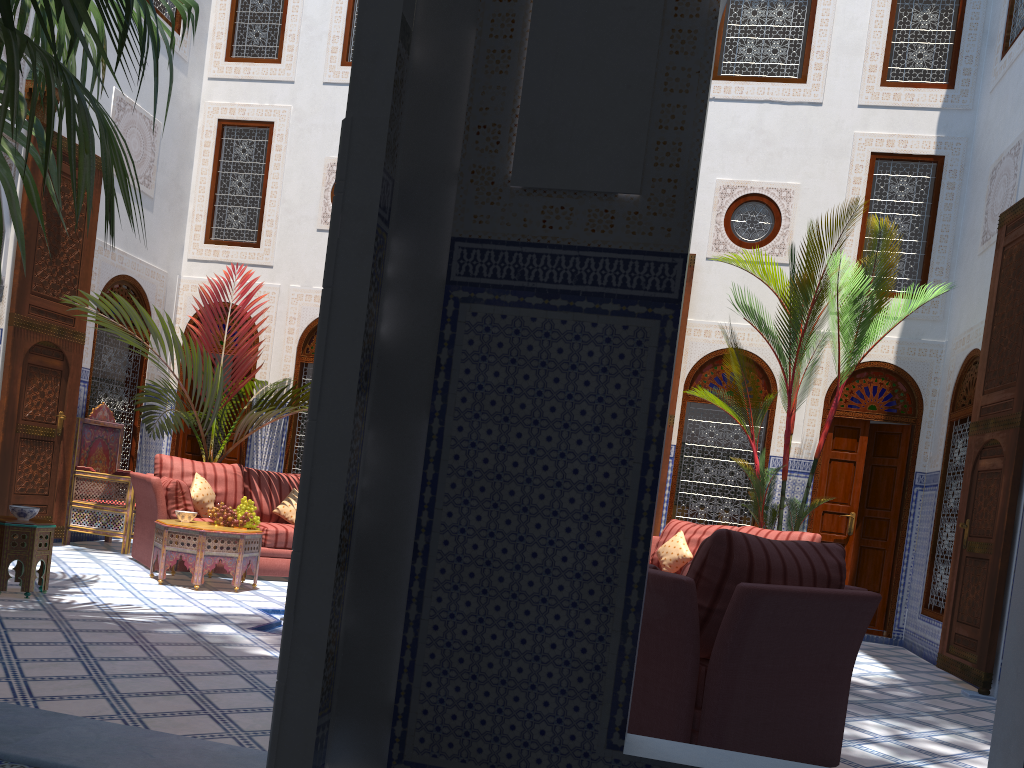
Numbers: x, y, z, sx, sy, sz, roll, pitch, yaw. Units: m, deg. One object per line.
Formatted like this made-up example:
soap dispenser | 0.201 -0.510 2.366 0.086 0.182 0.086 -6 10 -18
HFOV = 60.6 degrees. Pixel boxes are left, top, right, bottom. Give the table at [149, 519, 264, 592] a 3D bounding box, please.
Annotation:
table | -1.687 0.942 4.842 0.535 0.324 0.542 6 -5 11

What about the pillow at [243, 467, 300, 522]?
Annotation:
pillow | -1.535 0.769 5.901 0.566 0.375 0.317 10 -3 -34

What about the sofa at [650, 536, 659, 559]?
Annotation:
sofa | 1.111 1.202 5.048 0.739 0.541 1.354 10 -6 -34

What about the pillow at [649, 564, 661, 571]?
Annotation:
pillow | 0.326 0.653 2.677 0.189 0.243 0.394 8 -5 -33

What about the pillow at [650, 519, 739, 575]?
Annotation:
pillow | 1.107 1.028 5.349 0.304 0.380 0.578 8 -4 -34

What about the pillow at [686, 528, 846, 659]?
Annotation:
pillow | 0.705 0.619 2.528 0.587 0.380 0.299 10 -3 -34

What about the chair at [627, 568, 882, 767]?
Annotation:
chair | 0.599 0.834 2.657 0.820 0.543 0.722 10 -5 -34

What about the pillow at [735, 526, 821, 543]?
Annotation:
pillow | 1.422 1.002 4.890 0.308 0.402 0.556 8 -4 -38

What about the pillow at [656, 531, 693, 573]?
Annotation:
pillow | 0.964 1.007 5.219 0.132 0.278 0.300 7 -3 -23

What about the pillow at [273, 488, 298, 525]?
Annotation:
pillow | -1.409 0.805 5.730 0.265 0.236 0.147 6 -1 12

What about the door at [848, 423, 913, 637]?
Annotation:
door | 2.533 1.007 6.095 0.282 1.468 0.024 8 2 40

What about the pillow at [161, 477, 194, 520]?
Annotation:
pillow | -1.992 0.683 5.165 0.189 0.253 0.377 8 -4 -33

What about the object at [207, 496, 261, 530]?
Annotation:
object | -1.563 0.748 4.949 0.307 0.240 0.217 8 -2 -9

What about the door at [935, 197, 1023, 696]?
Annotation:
door | 2.475 0.296 4.479 0.123 2.525 0.582 7 1 6

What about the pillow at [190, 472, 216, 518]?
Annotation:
pillow | -1.886 0.682 5.346 0.133 0.274 0.306 7 -3 12

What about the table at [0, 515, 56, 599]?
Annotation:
table | -2.176 0.752 3.826 0.288 0.325 0.291 7 -2 11

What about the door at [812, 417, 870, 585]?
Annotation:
door | 2.234 0.967 6.075 0.285 1.468 0.123 7 2 10

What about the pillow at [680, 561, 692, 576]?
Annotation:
pillow | 0.692 0.735 2.940 0.189 0.253 0.377 8 -4 -33

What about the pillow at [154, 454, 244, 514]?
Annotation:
pillow | -1.992 0.672 5.575 0.587 0.392 0.289 10 -3 -34

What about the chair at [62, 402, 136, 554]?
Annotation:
chair | -2.660 0.686 6.020 0.502 1.084 0.486 7 0 11

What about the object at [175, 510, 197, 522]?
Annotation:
object | -1.809 0.737 4.858 0.119 0.057 0.117 12 -7 -42

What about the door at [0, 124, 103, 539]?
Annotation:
door | -2.895 -0.253 5.447 0.123 2.525 0.584 8 1 16

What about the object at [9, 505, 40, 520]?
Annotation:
object | -2.133 0.565 3.828 0.119 0.057 0.117 12 -7 -42

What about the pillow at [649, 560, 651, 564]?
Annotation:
pillow | 0.692 1.041 5.344 0.383 0.254 0.186 10 -3 -33

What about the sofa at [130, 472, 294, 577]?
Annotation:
sofa | -1.710 0.921 5.610 1.376 0.542 0.728 11 -6 -34

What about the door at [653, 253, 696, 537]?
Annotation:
door | 0.851 0.316 6.236 0.581 2.525 0.123 7 2 10
